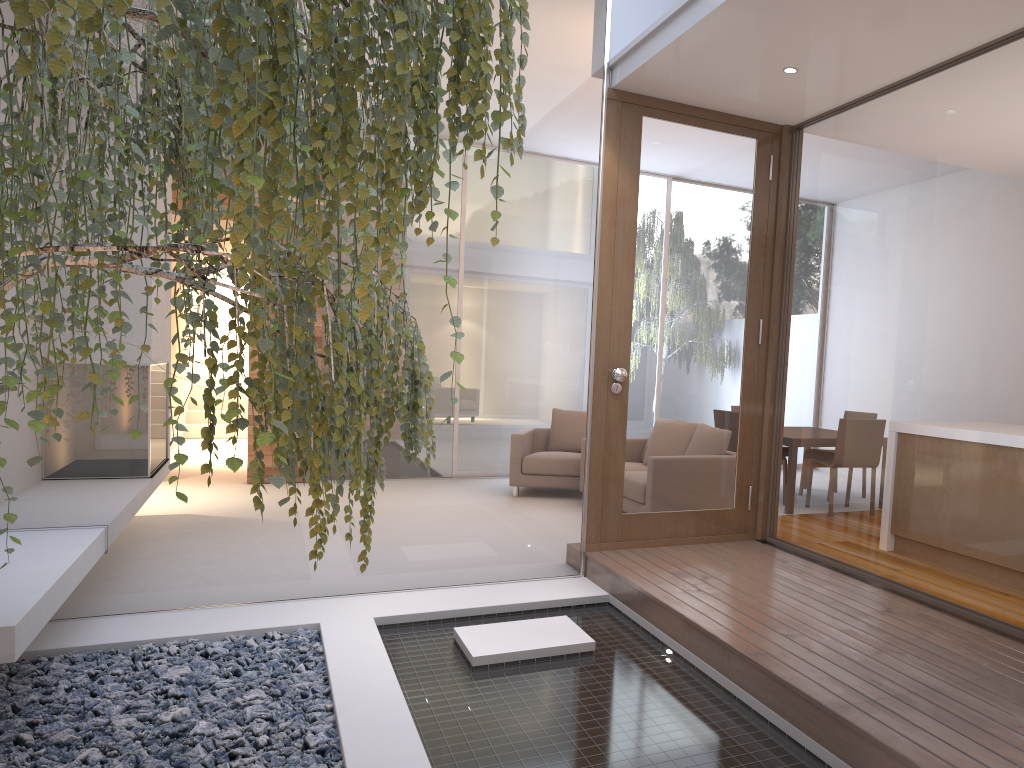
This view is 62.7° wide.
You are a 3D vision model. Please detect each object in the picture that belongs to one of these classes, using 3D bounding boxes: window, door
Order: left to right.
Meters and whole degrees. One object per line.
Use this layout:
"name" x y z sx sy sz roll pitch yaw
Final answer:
"window" -0.952 -0.594 3.796 3.172 3.270 0.044 0 5 -26
"door" 1.010 -0.291 4.742 1.053 2.375 0.099 -1 5 -26
"window" 2.204 -0.201 3.040 0.068 2.479 4.168 0 3 -16

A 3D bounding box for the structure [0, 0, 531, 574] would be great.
"structure" -0.928 -0.871 1.520 1.997 4.009 2.119 0 4 -25
